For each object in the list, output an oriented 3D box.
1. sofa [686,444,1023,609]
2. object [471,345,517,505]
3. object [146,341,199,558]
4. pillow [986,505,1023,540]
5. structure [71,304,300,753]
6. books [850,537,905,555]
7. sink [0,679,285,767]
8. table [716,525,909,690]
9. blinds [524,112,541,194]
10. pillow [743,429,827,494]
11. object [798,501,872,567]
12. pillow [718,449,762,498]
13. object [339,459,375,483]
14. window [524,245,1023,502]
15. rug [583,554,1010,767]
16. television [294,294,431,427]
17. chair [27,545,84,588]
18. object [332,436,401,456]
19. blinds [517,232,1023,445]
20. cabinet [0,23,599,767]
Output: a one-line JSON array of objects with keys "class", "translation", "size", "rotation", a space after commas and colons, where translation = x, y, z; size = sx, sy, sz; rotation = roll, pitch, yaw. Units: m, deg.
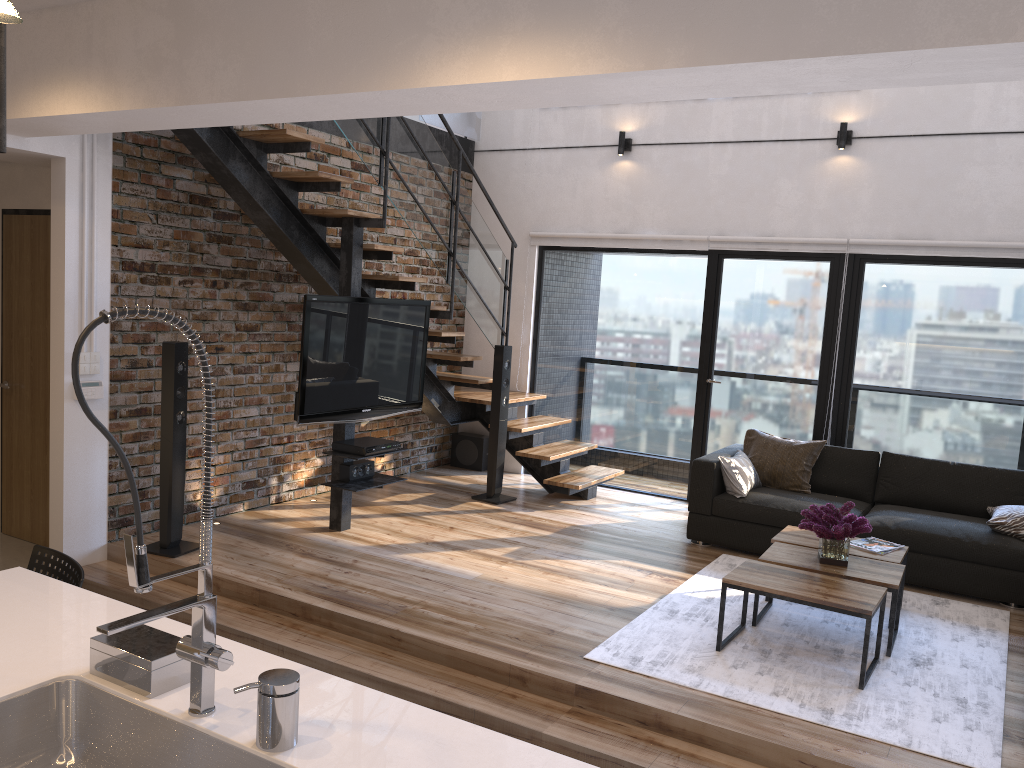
[{"class": "sofa", "translation": [2.246, 0.909, 4.757], "size": [3.041, 0.701, 2.996], "rotation": [7, 6, 30]}, {"class": "object", "translation": [-0.102, 0.304, 6.851], "size": [0.270, 1.208, 0.271], "rotation": [8, 8, 34]}, {"class": "object", "translation": [-1.934, 0.361, 5.066], "size": [0.271, 1.208, 0.270], "rotation": [6, 7, 20]}, {"class": "pillow", "translation": [3.051, 0.829, 5.334], "size": [0.355, 0.178, 0.530], "rotation": [7, 6, 28]}, {"class": "structure", "translation": [-0.644, 0.248, 1.781], "size": [0.392, 0.814, 0.506], "rotation": [1, 7, -21]}, {"class": "books", "translation": [1.968, 0.877, 4.812], "size": [0.295, 0.013, 0.228], "rotation": [-1, 7, -39]}, {"class": "sink", "translation": [-0.762, 0.781, 1.591], "size": [0.705, 0.203, 0.406], "rotation": [7, 7, 30]}, {"class": "table", "translation": [1.576, 1.068, 4.468], "size": [0.696, 0.351, 1.297], "rotation": [7, 6, 30]}, {"class": "blinds", "translation": [0.008, -3.048, 6.621], "size": [10.202, 2.981, 1.992], "rotation": [4, 6, 8]}, {"class": "pillow", "translation": [1.864, 0.540, 6.248], "size": [0.609, 0.383, 0.265], "rotation": [7, 7, 30]}, {"class": "object", "translation": [1.624, 0.725, 4.438], "size": [0.341, 0.343, 0.374], "rotation": [7, 7, 31]}, {"class": "pillow", "translation": [1.561, 0.607, 6.039], "size": [0.212, 0.266, 0.498], "rotation": [7, 7, 30]}, {"class": "object", "translation": [-0.995, 0.558, 5.700], "size": [0.088, 0.112, 0.247], "rotation": [7, 7, 30]}, {"class": "window", "translation": [1.472, -1.419, 5.054], "size": [13.386, 5.576, 5.659], "rotation": [7, 7, 30]}, {"class": "rug", "translation": [1.551, 1.244, 4.452], "size": [1.635, 0.003, 2.111], "rotation": [7, 6, 30]}, {"class": "television", "translation": [-0.936, -0.154, 5.592], "size": [0.136, 0.784, 1.206], "rotation": [7, 7, 30]}, {"class": "chair", "translation": [-1.744, 0.999, 2.964], "size": [0.540, 0.770, 0.519], "rotation": [-3, 9, -45]}, {"class": "object", "translation": [-0.919, 0.396, 5.637], "size": [0.274, 0.058, 0.360], "rotation": [7, 6, 30]}, {"class": "blinds", "translation": [2.398, -0.038, 6.536], "size": [5.364, 2.047, 0.095], "rotation": [7, 7, 30]}, {"class": "cabinet", "translation": [-1.213, 0.158, 1.105], "size": [9.108, 2.876, 2.471], "rotation": [7, 7, 30]}]
